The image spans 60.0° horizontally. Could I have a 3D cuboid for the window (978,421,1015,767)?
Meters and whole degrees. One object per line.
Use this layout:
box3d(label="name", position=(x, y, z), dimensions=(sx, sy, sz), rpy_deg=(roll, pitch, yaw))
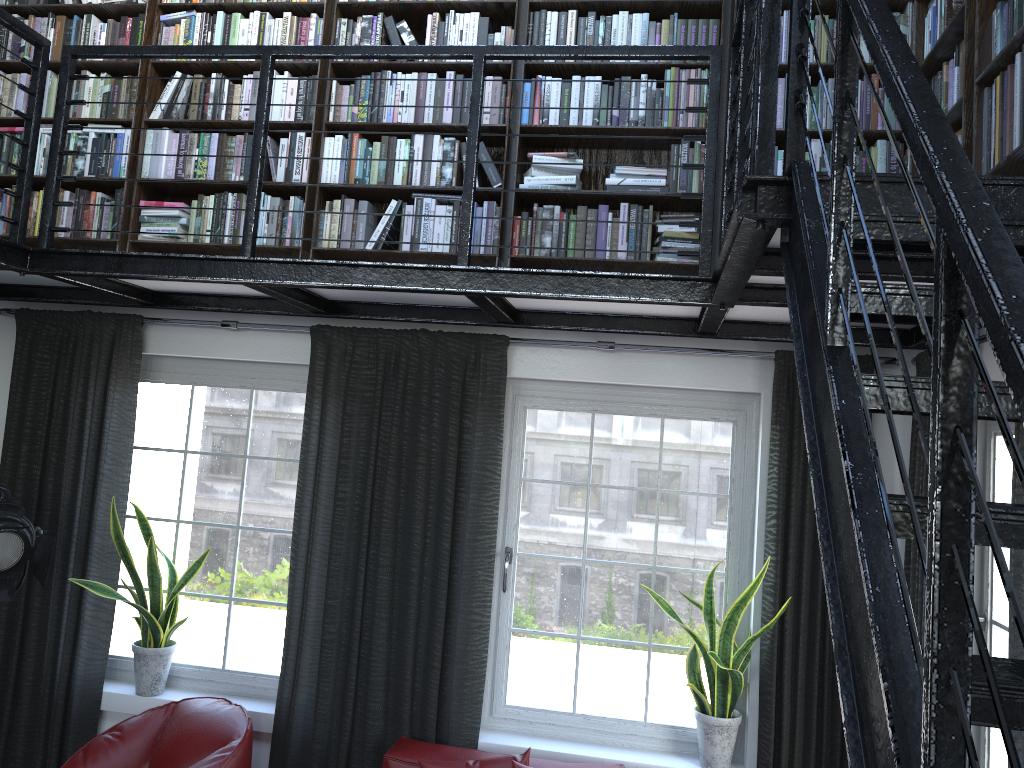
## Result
box3d(label="window", position=(1.662, 0.816, 2.749), dimensions=(0.133, 1.611, 1.162), rpy_deg=(3, -5, 9))

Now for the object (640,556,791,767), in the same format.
box3d(label="object", position=(0.810, 1.135, 3.634), dimensions=(0.553, 0.943, 0.524), rpy_deg=(4, -5, -2))

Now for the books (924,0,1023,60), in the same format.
box3d(label="books", position=(-0.648, -1.250, 2.620), dimensions=(4.337, 1.144, 1.593), rpy_deg=(4, -4, 9))

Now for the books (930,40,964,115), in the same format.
box3d(label="books", position=(-0.676, -1.403, 2.334), dimensions=(4.378, 1.413, 2.197), rpy_deg=(4, -4, 9))

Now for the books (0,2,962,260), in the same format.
box3d(label="books", position=(-0.498, -1.321, 3.605), dimensions=(4.437, 1.434, 1.280), rpy_deg=(4, -5, 11))

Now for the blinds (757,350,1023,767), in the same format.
box3d(label="blinds", position=(1.423, 1.008, 2.906), dimensions=(0.527, 2.388, 1.744), rpy_deg=(5, -5, -8))

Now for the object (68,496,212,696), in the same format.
box3d(label="object", position=(-1.811, 0.968, 4.100), dimensions=(0.553, 0.943, 0.524), rpy_deg=(2, -6, 20))

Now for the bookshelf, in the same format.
box3d(label="bookshelf", position=(-0.622, -1.305, 2.728), dimensions=(4.477, 1.621, 3.078), rpy_deg=(4, -4, 10))

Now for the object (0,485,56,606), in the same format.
box3d(label="object", position=(-1.103, 1.293, 3.744), dimensions=(2.904, 1.584, 0.751), rpy_deg=(5, -5, -6))

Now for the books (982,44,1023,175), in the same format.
box3d(label="books", position=(-0.573, -1.363, 2.860), dimensions=(4.385, 1.409, 1.165), rpy_deg=(4, -5, 10))

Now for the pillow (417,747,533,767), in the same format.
box3d(label="pillow", position=(0.604, 1.616, 2.975), dimensions=(0.980, 0.403, 1.956), rpy_deg=(7, -5, -38))

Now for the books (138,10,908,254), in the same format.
box3d(label="books", position=(-0.047, -1.107, 4.015), dimensions=(3.393, 1.126, 0.239), rpy_deg=(4, -6, 9))

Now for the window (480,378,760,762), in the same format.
box3d(label="window", position=(0.485, 0.805, 4.006), dimensions=(1.167, 1.611, 0.132), rpy_deg=(3, -6, 10))

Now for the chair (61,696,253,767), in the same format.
box3d(label="chair", position=(-1.482, 1.691, 3.516), dimensions=(0.828, 0.714, 0.830), rpy_deg=(7, -5, -29))

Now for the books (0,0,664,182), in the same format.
box3d(label="books", position=(-0.407, -1.271, 4.074), dimensions=(4.443, 1.401, 0.241), rpy_deg=(4, -6, 10))

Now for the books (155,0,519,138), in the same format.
box3d(label="books", position=(-0.387, -1.566, 4.117), dimensions=(2.638, 0.830, 0.212), rpy_deg=(4, -6, 10))

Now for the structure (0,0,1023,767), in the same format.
box3d(label="structure", position=(-0.871, 0.298, 1.815), dimensions=(4.490, 3.365, 4.599), rpy_deg=(4, -4, 9))

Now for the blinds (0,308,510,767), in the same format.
box3d(label="blinds", position=(-1.332, 0.876, 4.076), dimensions=(2.509, 2.394, 0.125), rpy_deg=(3, -6, 10))

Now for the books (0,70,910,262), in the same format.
box3d(label="books", position=(-0.405, -1.281, 4.080), dimensions=(4.437, 1.417, 0.226), rpy_deg=(4, -6, 9))

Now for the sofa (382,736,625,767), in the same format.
box3d(label="sofa", position=(0.025, 1.758, 2.114), dimensions=(2.543, 0.658, 3.268), rpy_deg=(4, -4, 9))

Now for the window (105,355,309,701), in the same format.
box3d(label="window", position=(-1.490, 0.677, 4.340), dimensions=(1.167, 1.611, 0.132), rpy_deg=(3, -6, 10))
